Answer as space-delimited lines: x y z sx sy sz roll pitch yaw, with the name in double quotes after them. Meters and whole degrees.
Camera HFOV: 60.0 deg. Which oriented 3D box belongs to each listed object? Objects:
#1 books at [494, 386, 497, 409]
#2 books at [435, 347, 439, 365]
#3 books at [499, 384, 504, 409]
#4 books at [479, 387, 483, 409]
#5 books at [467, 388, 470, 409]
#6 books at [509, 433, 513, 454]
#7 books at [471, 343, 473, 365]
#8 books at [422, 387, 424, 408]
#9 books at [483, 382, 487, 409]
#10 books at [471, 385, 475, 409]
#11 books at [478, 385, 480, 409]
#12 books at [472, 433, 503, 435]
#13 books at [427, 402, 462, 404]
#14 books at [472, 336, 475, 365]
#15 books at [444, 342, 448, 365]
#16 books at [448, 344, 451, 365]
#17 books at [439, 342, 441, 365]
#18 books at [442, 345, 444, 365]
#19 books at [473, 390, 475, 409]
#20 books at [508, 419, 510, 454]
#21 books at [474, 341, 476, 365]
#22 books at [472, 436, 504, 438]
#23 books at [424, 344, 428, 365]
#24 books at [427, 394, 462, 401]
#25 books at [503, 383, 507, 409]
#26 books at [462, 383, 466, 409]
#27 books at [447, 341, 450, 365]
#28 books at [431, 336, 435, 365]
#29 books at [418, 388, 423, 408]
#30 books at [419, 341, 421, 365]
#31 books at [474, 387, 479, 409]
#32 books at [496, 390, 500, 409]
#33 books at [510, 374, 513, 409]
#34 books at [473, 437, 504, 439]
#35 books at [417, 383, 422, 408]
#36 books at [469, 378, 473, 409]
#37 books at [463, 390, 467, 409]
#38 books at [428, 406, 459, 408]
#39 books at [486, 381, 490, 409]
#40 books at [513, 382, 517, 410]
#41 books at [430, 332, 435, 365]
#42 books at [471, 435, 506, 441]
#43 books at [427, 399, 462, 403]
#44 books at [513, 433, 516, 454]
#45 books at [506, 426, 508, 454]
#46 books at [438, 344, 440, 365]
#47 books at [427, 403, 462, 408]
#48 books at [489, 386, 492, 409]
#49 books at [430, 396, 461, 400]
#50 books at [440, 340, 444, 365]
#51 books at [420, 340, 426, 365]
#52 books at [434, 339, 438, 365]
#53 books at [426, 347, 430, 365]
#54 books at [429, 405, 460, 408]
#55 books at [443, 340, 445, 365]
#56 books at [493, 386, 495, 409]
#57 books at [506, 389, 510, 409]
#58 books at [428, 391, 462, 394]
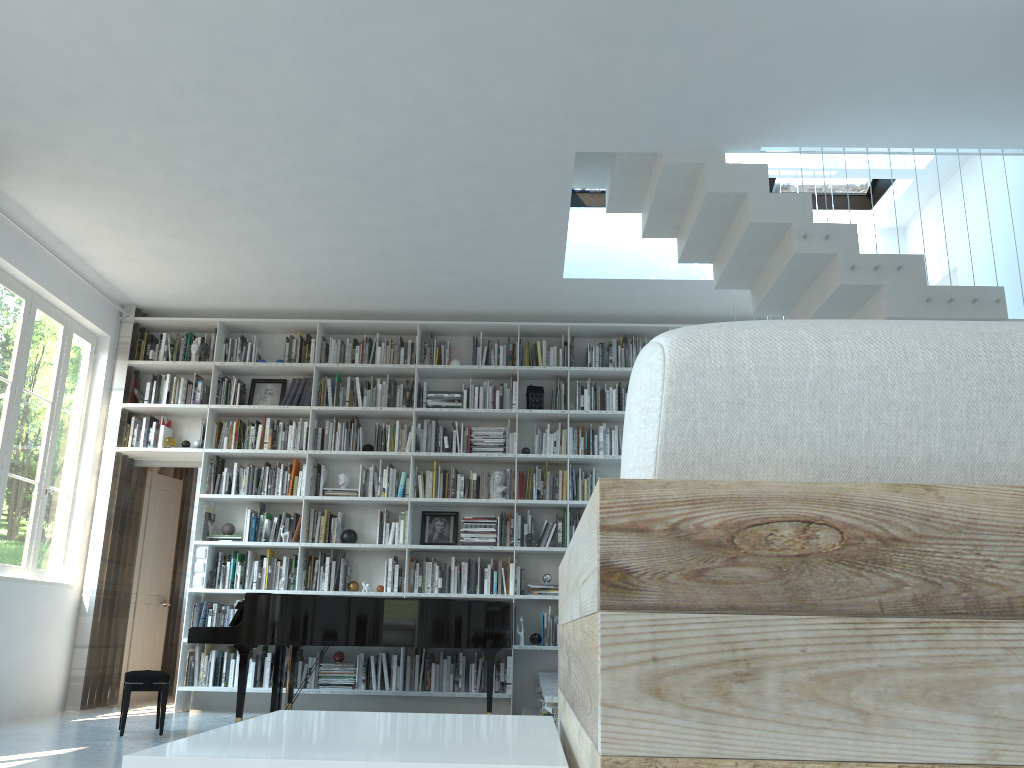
-0.137 0.148 7.416 0.012 0.230 0.159 1 -16 1 "books"
-0.632 -0.193 7.528 0.023 0.195 0.172 1 -16 1 "books"
-0.087 0.139 7.413 0.032 0.247 0.174 1 -16 1 "books"
-0.254 0.153 7.421 0.028 0.218 0.184 1 -16 1 "books"
-0.361 0.156 7.448 0.024 0.222 0.129 1 -15 1 "books"
-0.006 0.521 7.323 0.029 0.198 0.172 1 -16 1 "books"
-0.336 -0.211 7.535 0.012 0.244 0.151 1 -15 1 "books"
-0.738 0.148 7.437 0.013 0.217 0.141 1 -15 1 "books"
-0.224 0.133 7.447 0.029 0.272 0.141 1 -15 1 "books"
-0.328 0.143 7.425 0.021 0.237 0.172 1 -16 1 "books"
-0.274 0.143 7.434 0.012 0.243 0.132 1 -15 1 "books"
-0.194 0.431 7.346 0.254 0.012 0.161 -1 -16 6 "books"
-0.561 0.180 7.427 0.285 0.012 0.160 1 -16 -1 "books"
-0.323 -0.238 7.524 0.014 0.291 0.176 1 -15 1 "books"
-0.560 -0.214 7.546 0.013 0.249 0.148 1 -15 1 "books"
-0.531 -0.206 7.546 0.004 0.235 0.138 1 -15 1 "books"
-0.607 -0.216 7.541 0.014 0.247 0.139 1 -15 1 "books"
-0.580 -0.205 7.526 0.016 0.218 0.144 1 -16 1 "books"
-0.312 0.163 7.431 0.011 0.203 0.133 1 -15 1 "books"
-0.026 0.464 7.342 0.012 0.318 0.140 1 -15 1 "books"
-0.311 -0.221 7.536 0.011 0.266 0.129 1 -15 1 "books"
-0.194 0.456 7.345 0.254 0.012 0.161 0 -16 3 "books"
-0.726 -0.208 7.541 0.023 0.227 0.157 1 -16 1 "books"
-0.558 0.116 7.445 0.285 0.024 0.160 0 -16 3 "books"
-0.056 0.138 7.430 0.029 0.260 0.133 1 -15 1 "books"
-0.404 0.134 7.429 0.012 0.253 0.161 1 -15 1 "books"
-0.539 -0.222 7.530 0.011 0.255 0.144 1 -15 1 "books"
-0.669 -0.241 7.544 0.010 0.295 0.153 1 -15 1 "books"
-0.758 0.152 7.422 0.027 0.201 0.168 1 -16 1 "books"
-0.769 -0.221 7.546 0.012 0.253 0.161 1 -15 1 "books"
-0.293 0.153 7.419 0.027 0.216 0.190 1 -16 1 "books"
-0.117 0.168 7.407 0.029 0.187 0.176 1 -16 1 "books"
-0.006 0.102 7.433 0.012 0.333 0.156 1 -15 1 "books"
-0.195 0.467 7.340 0.254 0.012 0.161 2 -16 -2 "books"
-0.777 0.132 7.449 0.012 0.253 0.161 1 -15 1 "books"
-0.344 0.116 7.416 0.011 0.283 0.190 1 -16 1 "books"
-0.387 0.165 7.415 0.025 0.187 0.194 1 -16 1 "books"
-0.562 0.213 7.412 0.254 0.012 0.161 -1 -16 6 "books"
-0.199 0.129 7.426 0.023 0.268 0.185 1 -16 1 "books"
0.027 0.131 7.358 0.037 0.236 0.273 1 -16 1 "books"
-0.681 -0.262 7.555 0.014 0.340 0.145 1 -15 1 "books"
-0.194 0.445 7.351 0.285 0.012 0.160 1 -16 0 "books"
-0.560 0.161 7.425 0.285 0.024 0.160 -1 -16 6 "books"
0.024 0.520 7.329 0.030 0.204 0.159 1 -16 1 "books"
-0.039 0.490 7.318 0.012 0.253 0.161 1 -15 1 "books"
-0.616 -0.205 7.551 0.006 0.232 0.136 1 -15 1 "books"
-0.561 0.191 7.422 0.285 0.012 0.160 2 -16 -2 "books"
-0.177 0.150 7.411 0.023 0.222 0.191 1 -16 1 "books"
-0.559 0.139 7.434 0.254 0.025 0.161 2 -16 -3 "books"
-0.593 -0.225 7.536 0.013 0.263 0.147 1 -15 1 "books"
-0.751 -0.226 7.526 0.026 0.252 0.186 1 -16 1 "books"
-0.648 -0.230 7.525 0.011 0.264 0.164 1 -15 1 "books"
-0.703 -0.195 7.524 0.026 0.194 0.167 1 -16 1 "books"
-0.562 0.203 7.419 0.254 0.012 0.161 2 -16 -2 "books"
-0.569 -0.222 7.529 0.005 0.254 0.168 1 -16 1 "books"
-0.148 0.150 7.423 0.010 0.229 0.152 1 -16 1 "books"
-0.028 0.162 7.408 0.029 0.202 0.192 1 -16 1 "books"
-0.558 0.094 7.456 0.285 0.024 0.160 1 -16 1 "books"
